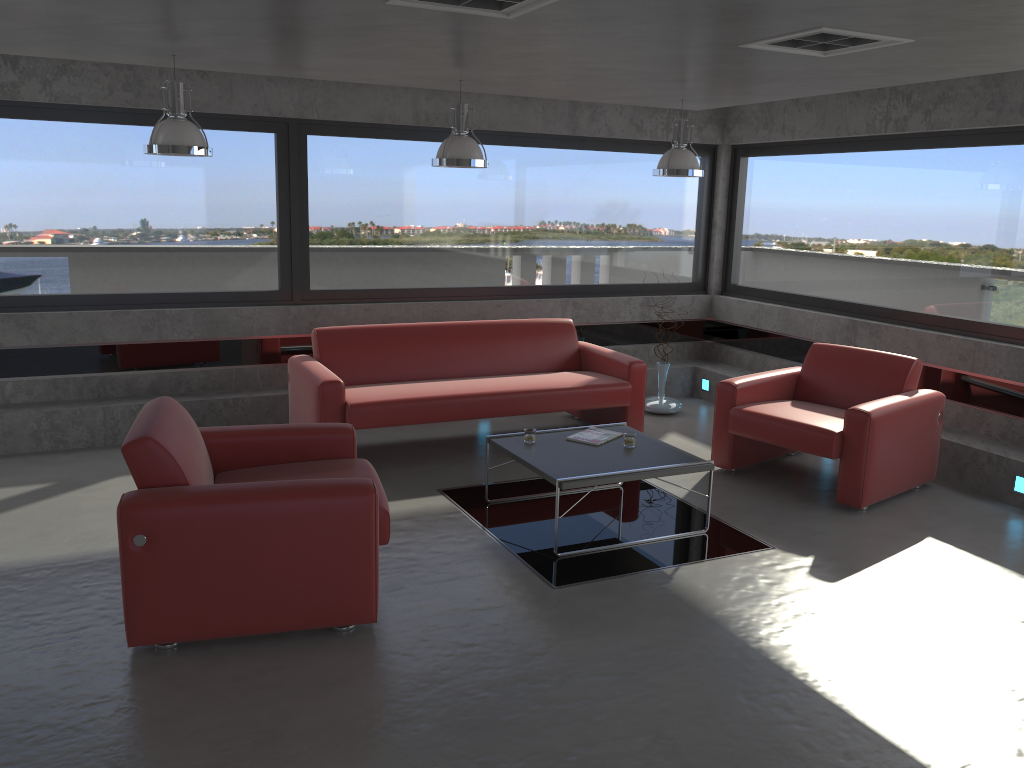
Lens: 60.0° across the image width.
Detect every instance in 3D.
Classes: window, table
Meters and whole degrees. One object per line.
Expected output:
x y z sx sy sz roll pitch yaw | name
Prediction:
-1.590 -1.430 7.392 7.800 1.364 0.003 -4 13 -25 | window
0.495 0.594 5.343 1.018 0.436 0.994 -4 13 -25 | table
3.236 -1.211 6.966 0.003 1.364 4.583 -4 13 -25 | window

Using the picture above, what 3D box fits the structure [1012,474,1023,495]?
3.303 0.655 5.737 0.004 0.123 0.123 -4 13 -25 | structure

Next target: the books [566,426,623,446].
0.521 0.325 5.577 0.228 0.022 0.326 9 14 34 | books

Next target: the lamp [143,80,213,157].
-1.977 -1.569 5.234 0.388 0.422 0.389 -4 13 -25 | lamp

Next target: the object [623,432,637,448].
0.716 0.341 5.391 0.079 0.077 0.079 -2 12 -17 | object

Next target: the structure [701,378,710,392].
1.890 0.008 8.658 0.004 0.123 0.123 -4 13 -25 | structure

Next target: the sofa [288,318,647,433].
-0.312 0.002 6.865 2.626 0.854 1.120 -4 13 -25 | sofa

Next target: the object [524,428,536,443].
0.110 0.316 5.430 0.079 0.077 0.079 -9 16 -41 | object

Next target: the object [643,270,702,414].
1.402 -0.388 8.071 0.466 1.289 0.531 -1 12 -13 | object

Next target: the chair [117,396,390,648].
-1.182 0.529 4.224 1.130 0.854 1.196 -2 12 -15 | chair

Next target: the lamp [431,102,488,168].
-0.351 -1.684 5.996 0.388 0.422 0.389 -4 13 -25 | lamp

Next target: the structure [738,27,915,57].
1.483 -1.731 4.188 0.563 0.240 0.563 -4 13 -25 | structure

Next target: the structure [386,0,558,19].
-0.134 -1.617 3.431 0.563 0.240 0.563 -4 13 -25 | structure

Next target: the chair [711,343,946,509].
2.170 0.214 6.171 1.130 0.854 1.196 -8 15 -40 | chair

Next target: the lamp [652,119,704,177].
1.276 -1.799 6.757 0.389 0.422 0.388 -7 15 -36 | lamp
